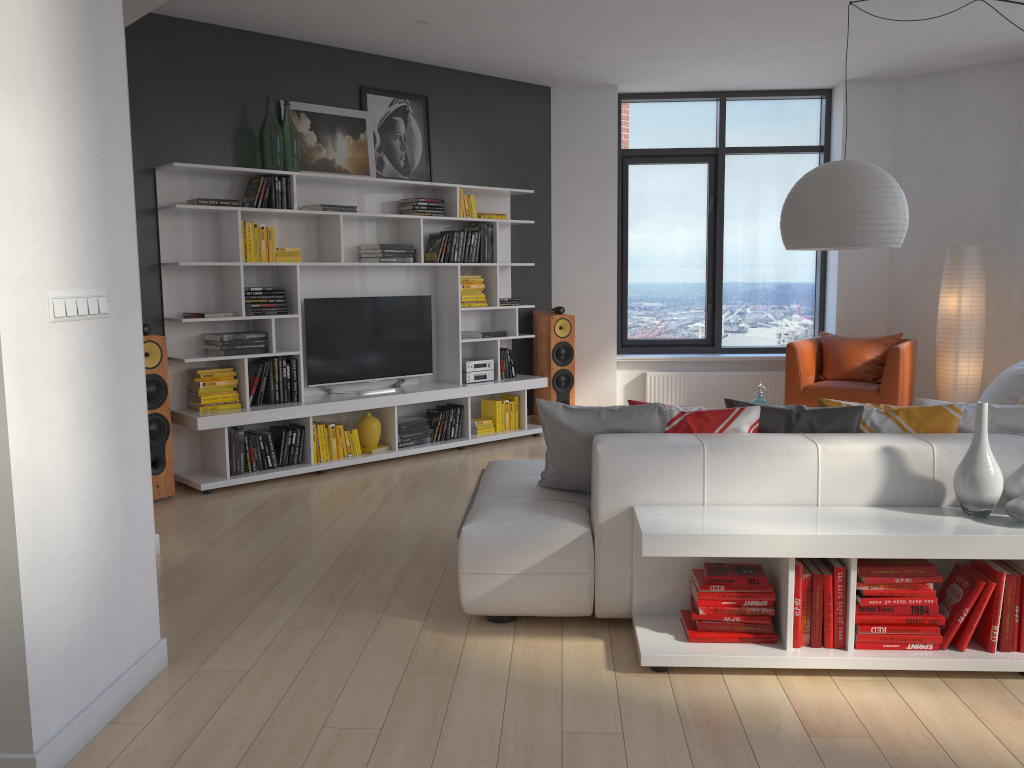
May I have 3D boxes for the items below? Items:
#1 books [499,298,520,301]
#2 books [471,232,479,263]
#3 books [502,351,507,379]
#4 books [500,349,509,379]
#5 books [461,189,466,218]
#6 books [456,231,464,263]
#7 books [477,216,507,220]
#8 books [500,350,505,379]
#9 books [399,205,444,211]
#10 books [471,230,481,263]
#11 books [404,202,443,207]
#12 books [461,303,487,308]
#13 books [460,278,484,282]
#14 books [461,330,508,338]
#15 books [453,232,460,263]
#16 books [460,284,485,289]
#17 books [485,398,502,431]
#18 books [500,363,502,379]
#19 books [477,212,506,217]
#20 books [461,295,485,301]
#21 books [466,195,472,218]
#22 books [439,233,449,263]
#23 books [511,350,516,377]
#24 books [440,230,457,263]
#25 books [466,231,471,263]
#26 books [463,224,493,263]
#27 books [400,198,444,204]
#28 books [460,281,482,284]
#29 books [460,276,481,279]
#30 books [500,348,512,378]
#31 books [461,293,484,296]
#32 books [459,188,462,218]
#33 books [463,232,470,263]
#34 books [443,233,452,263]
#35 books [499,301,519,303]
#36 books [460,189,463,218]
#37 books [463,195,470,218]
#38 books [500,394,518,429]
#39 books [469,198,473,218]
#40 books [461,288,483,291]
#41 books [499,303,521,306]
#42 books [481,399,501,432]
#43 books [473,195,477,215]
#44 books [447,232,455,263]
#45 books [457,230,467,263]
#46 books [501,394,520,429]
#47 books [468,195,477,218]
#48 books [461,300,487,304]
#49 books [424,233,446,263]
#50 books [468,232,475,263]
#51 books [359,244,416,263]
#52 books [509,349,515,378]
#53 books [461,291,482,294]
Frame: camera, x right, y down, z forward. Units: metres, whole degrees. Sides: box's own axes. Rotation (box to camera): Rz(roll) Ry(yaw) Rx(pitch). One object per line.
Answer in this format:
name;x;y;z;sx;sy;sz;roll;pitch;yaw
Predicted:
books;-0.070;-0.705;7.407;0.213;0.023;0.161;-6;9;-38
books;-0.358;-1.093;7.117;0.084;0.249;0.191;-7;9;-41
books;-0.120;-0.166;7.420;0.049;0.236;0.170;-7;9;-41
books;-0.098;-0.171;7.428;0.050;0.242;0.169;-7;9;-42
books;-0.435;-1.418;6.990;0.054;0.224;0.164;-7;9;-42
books;-0.466;-1.081;7.025;0.084;0.249;0.191;-7;9;-41
books;-0.201;-1.350;7.229;0.257;0.028;0.194;-6;9;-36
books;-0.142;-0.165;7.409;0.053;0.240;0.189;-7;9;-41
books;-0.700;-1.350;6.837;0.284;0.030;0.214;-6;9;-38
books;-0.333;-1.101;7.140;0.066;0.260;0.197;-7;9;-41
books;-0.679;-1.376;6.816;0.246;0.026;0.180;-6;9;-39
books;-0.360;-0.639;7.187;0.257;0.028;0.194;-6;9;-36
books;-0.368;-0.842;7.185;0.223;0.023;0.163;-6;9;-37
books;-0.230;-0.415;7.333;0.250;0.047;0.310;6;10;43
books;-0.491;-1.072;6.997;0.068;0.243;0.179;-7;9;-43
books;-0.370;-0.791;7.191;0.239;0.033;0.176;-6;9;-38
books;-0.153;0.253;7.347;0.015;0.263;0.199;-7;9;-41
books;-0.169;-0.178;7.389;0.053;0.268;0.202;-7;9;-42
books;-0.209;-1.376;7.230;0.257;0.024;0.203;-6;9;-38
books;-0.371;-0.699;7.188;0.243;0.042;0.189;-7;9;-41
books;-0.377;-1.397;7.005;0.044;0.178;0.128;-7;9;-42
books;-0.581;-1.059;6.926;0.096;0.234;0.187;-7;9;-41
books;-0.053;-0.177;7.516;0.077;0.233;0.179;-7;9;-41
books;-0.515;-1.077;6.983;0.075;0.254;0.192;-7;9;-42
books;-0.407;-1.090;7.075;0.075;0.254;0.192;-7;9;-42
books;-0.280;-1.137;7.221;0.128;0.321;0.259;-7;9;-41
books;-0.690;-1.403;6.819;0.209;0.030;0.266;6;9;41
books;-0.376;-0.819;7.185;0.227;0.022;0.160;-4;8;-26
books;-0.391;-0.866;7.193;0.223;0.023;0.163;-6;9;-37
books;-0.084;-0.179;7.455;0.066;0.255;0.193;-7;9;-42
books;-0.382;-0.728;7.193;0.251;0.014;0.189;-6;9;-38
books;-0.456;-1.413;6.935;0.041;0.229;0.161;-7;9;-43
books;-0.406;-1.078;7.042;0.069;0.242;0.172;-7;9;-41
books;-0.549;-1.061;6.936;0.081;0.233;0.169;-7;9;-42
books;-0.062;-0.684;7.397;0.198;0.015;0.142;-7;9;-43
books;-0.452;-1.414;6.964;0.041;0.224;0.163;-7;9;-43
books;-0.397;-1.396;6.997;0.054;0.180;0.132;-7;9;-41
books;-0.025;0.232;7.464;0.029;0.270;0.204;-7;9;-41
books;-0.356;-1.388;7.010;0.046;0.161;0.108;-7;9;-42
books;-0.379;-0.765;7.189;0.239;0.019;0.171;-7;9;-41
books;-0.059;-0.665;7.398;0.213;0.023;0.161;-6;9;-38
books;-0.174;0.258;7.325;0.044;0.255;0.198;-7;9;-41
books;-0.336;-1.407;7.057;0.044;0.184;0.142;-7;9;-41
books;-0.515;-1.066;6.949;0.069;0.242;0.172;-7;9;-41
books;-0.442;-1.089;7.047;0.066;0.260;0.197;-7;9;-41
books;-0.011;0.229;7.488;0.025;0.270;0.213;-7;9;-41
books;-0.348;-1.404;7.035;0.064;0.184;0.141;-7;9;-40
books;-0.368;-0.665;7.188;0.257;0.024;0.203;-6;9;-38
books;-0.603;-1.056;6.900;0.104;0.234;0.182;-7;9;-41
books;-0.379;-1.086;7.084;0.071;0.243;0.179;-7;9;-42
books;-0.933;-0.975;6.657;0.277;0.137;0.343;6;9;43
books;-0.056;-0.176;7.470;0.066;0.242;0.177;-7;9;-42
books;-0.376;-0.742;7.170;0.217;0.023;0.145;-6;9;-37
